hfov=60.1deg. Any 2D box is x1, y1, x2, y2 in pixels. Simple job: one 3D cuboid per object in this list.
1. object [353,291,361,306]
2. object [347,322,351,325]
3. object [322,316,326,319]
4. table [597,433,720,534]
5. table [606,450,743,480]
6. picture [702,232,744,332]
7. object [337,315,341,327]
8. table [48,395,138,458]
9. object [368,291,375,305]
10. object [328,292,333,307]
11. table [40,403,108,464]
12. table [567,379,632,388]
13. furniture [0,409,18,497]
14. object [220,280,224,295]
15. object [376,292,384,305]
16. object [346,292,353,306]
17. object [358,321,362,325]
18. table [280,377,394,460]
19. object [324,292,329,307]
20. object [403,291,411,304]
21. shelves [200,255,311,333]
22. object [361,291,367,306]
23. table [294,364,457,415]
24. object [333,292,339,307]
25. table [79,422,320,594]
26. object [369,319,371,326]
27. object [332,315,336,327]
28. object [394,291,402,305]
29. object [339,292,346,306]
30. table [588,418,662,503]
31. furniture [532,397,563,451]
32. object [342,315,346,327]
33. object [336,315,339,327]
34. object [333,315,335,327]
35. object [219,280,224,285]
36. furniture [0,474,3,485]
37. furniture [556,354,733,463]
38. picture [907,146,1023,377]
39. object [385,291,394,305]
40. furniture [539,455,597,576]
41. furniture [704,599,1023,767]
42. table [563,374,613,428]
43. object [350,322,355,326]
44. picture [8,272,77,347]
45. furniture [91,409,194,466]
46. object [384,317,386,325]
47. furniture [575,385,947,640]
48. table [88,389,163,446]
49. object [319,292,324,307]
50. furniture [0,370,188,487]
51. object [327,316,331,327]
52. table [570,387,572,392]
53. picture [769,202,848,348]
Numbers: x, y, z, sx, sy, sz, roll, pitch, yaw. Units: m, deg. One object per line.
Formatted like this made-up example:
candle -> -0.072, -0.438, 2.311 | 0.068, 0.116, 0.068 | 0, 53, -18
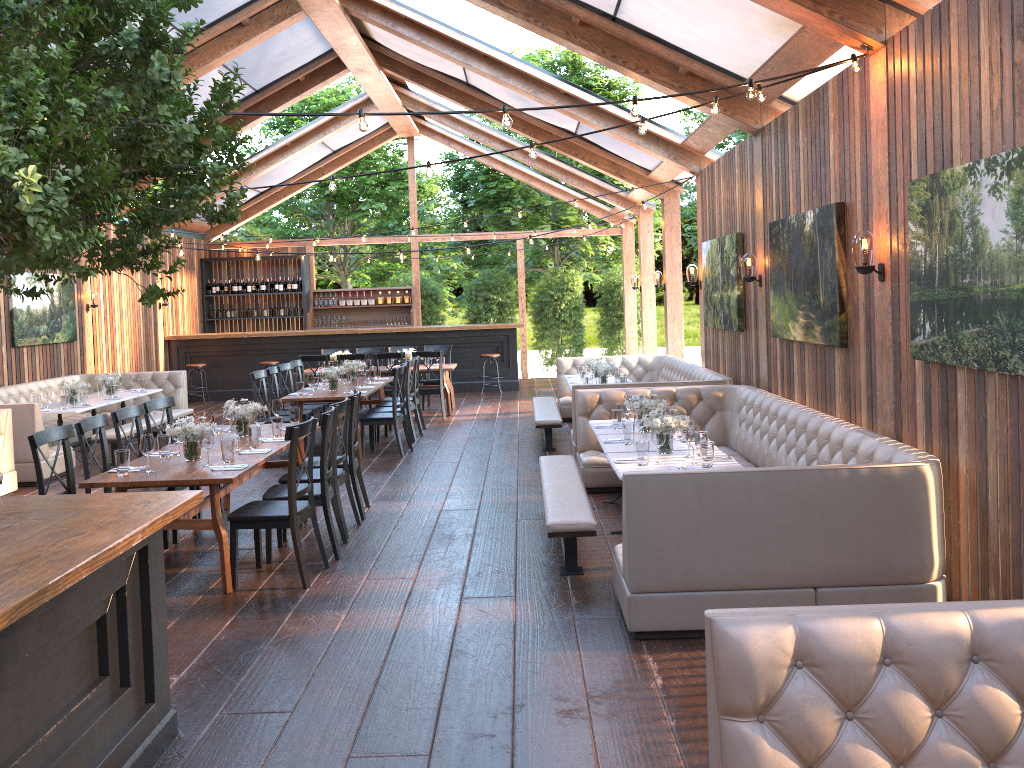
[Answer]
object -> -3.339, -1.839, 19.078 | 0.138, 0.310, 0.138 | -2, 2, 5
object -> -3.516, -1.293, 19.096 | 0.124, 0.096, 0.124 | -1, 4, 12
object -> -4.040, -1.340, 18.998 | 0.092, 0.244, 0.092 | -1, 2, 21
table -> 1.066, 0.759, 6.549 | 0.798, 0.670, 0.801 | -2, 4, 1
table -> 1.058, 0.839, 5.733 | 0.798, 0.670, 0.801 | -2, 4, 0
picture -> 2.281, -1.097, 9.656 | 0.065, 0.995, 1.656 | -2, 5, 1
object -> -3.715, -1.350, 18.985 | 0.092, 0.244, 0.092 | -3, 2, -24
table -> -5.255, 0.532, 11.138 | 0.798, 0.670, 0.801 | -2, 4, 1
object -> -3.030, -1.851, 19.088 | 0.138, 0.310, 0.138 | -2, 2, 5
object -> -3.910, -1.824, 19.078 | 0.094, 0.317, 0.095 | -2, 2, -4
table -> -5.264, 0.612, 10.322 | 0.798, 0.670, 0.801 | -2, 4, 0
table -> 1.112, 0.317, 11.066 | 0.798, 0.670, 0.801 | -2, 4, 1
furniture -> -5.744, 0.895, 6.624 | 1.709, 0.856, 4.174 | -2, 5, 1
object -> -6.162, -2.054, 18.786 | 0.077, 0.308, 0.077 | -3, 2, -21
object -> -2.837, -1.844, 19.077 | 0.176, 0.288, 0.110 | -2, 2, -4
object -> -3.498, -1.834, 19.085 | 0.138, 0.310, 0.138 | -2, 2, 1
object -> -3.272, -1.295, 19.023 | 0.124, 0.096, 0.124 | -3, 4, -11
table -> -2.104, 0.394, 11.136 | 0.950, 0.727, 2.440 | -2, 5, 1
object -> -4.011, -1.824, 19.113 | 0.094, 0.317, 0.095 | -2, 2, -4
object -> -2.263, -1.865, 19.087 | 0.176, 0.288, 0.110 | -2, 2, 6
shelves -> -5.442, -1.305, 18.979 | 2.202, 2.823, 0.503 | -2, 2, 1
object -> -3.189, -1.844, 19.069 | 0.138, 0.310, 0.138 | -2, 2, -5
table -> -2.100, 0.118, 13.966 | 2.430, 0.728, 0.954 | -2, 4, 1
object -> -3.805, -1.829, 19.094 | 0.094, 0.317, 0.095 | -2, 2, 11
table -> -2.150, 0.835, 6.627 | 0.950, 0.727, 2.440 | -2, 5, 1
object -> -3.034, -1.324, 19.065 | 0.097, 0.134, 0.097 | -3, 3, -13
object -> -3.817, -1.347, 18.996 | 0.092, 0.244, 0.092 | -3, 2, -24
object -> -2.450, -1.856, 19.054 | 0.176, 0.288, 0.110 | -2, 2, -4
object -> -3.655, -1.830, 19.091 | 0.138, 0.310, 0.138 | -2, 2, 5
table -> 1.074, 0.679, 7.365 | 0.798, 0.670, 0.801 | -2, 4, 0
furniture -> 0.428, 0.476, 11.078 | 0.313, 0.398, 2.338 | -2, 5, 1
object -> -3.609, -1.354, 18.992 | 0.092, 0.244, 0.092 | -3, 2, -24
object -> -3.751, -1.360, 19.097 | 0.092, 0.244, 0.092 | -3, 2, -24
object -> -3.848, -1.356, 19.092 | 0.092, 0.244, 0.092 | -1, 2, 21
object -> -6.226, -2.066, 18.916 | 0.136, 0.315, 0.136 | -4, 3, -37
furniture -> -4.625, 1.087, 6.617 | 0.313, 0.398, 2.338 | -2, 5, 1
furniture -> 1.498, 0.209, 11.070 | 1.709, 0.856, 4.174 | -2, 5, 1
picture -> 2.238, -0.556, 4.125 | 0.065, 0.995, 1.656 | -2, 5, 1
object -> -2.643, -1.853, 19.097 | 0.176, 0.288, 0.110 | -2, 2, 6
furniture -> 0.382, 0.918, 6.561 | 0.313, 0.398, 2.338 | -2, 5, 1
furniture -> 1.390, 1.243, 0.492 | 1.709, 0.856, 4.174 | -2, 5, 1
table -> 1.121, 0.238, 11.882 | 0.798, 0.670, 0.801 | -2, 4, 0
object -> -3.422, -1.284, 18.968 | 0.124, 0.096, 0.124 | -1, 4, 12
picture -> -6.603, -1.065, 12.503 | 0.065, 0.995, 1.656 | -2, 5, 1
furniture -> -4.579, 0.645, 11.135 | 0.313, 0.398, 2.338 | -2, 5, 1
object -> -2.683, -1.342, 18.853 | 0.073, 0.180, 0.073 | -3, 3, -25
furniture -> 1.452, 0.652, 6.539 | 1.709, 0.856, 4.174 | -2, 5, 1
table -> -5.247, 0.452, 11.954 | 0.798, 0.670, 0.801 | -2, 4, 0
object -> -4.113, -1.817, 19.084 | 0.094, 0.317, 0.095 | -1, 2, 16
furniture -> -5.698, 0.453, 11.145 | 1.709, 0.856, 4.174 | -2, 5, 1
object -> -3.927, -1.343, 18.990 | 0.092, 0.244, 0.092 | -1, 2, 21
table -> 1.104, 0.397, 10.251 | 0.798, 0.670, 0.801 | -2, 4, 0
picture -> 2.259, -0.824, 6.867 | 0.065, 0.995, 1.656 | -2, 5, 1
